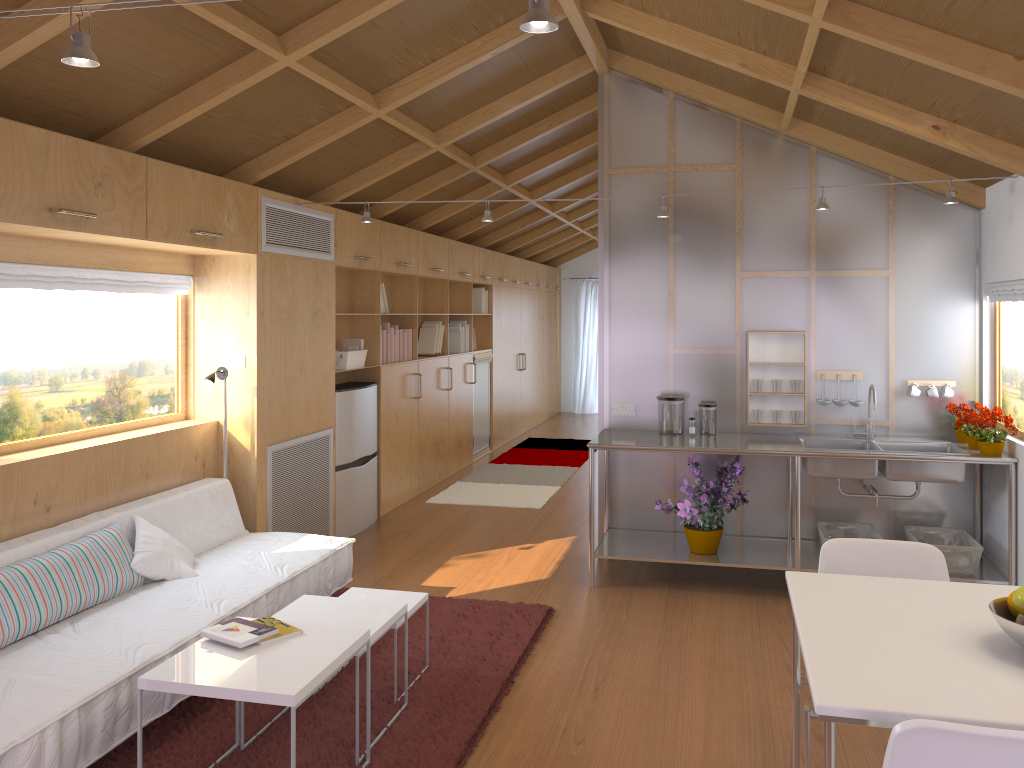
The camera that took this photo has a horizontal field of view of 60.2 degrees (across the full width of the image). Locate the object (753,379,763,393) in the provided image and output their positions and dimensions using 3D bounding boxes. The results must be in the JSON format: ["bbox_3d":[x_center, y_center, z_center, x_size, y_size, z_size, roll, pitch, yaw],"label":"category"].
[{"bbox_3d":[1.431,0.013,5.143,0.061,0.077,0.061,1,2,26],"label":"object"}]

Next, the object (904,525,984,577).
[{"bbox_3d":[2.233,0.868,4.594,0.299,0.158,0.415,1,4,14],"label":"object"}]

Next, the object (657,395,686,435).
[{"bbox_3d":[0.936,0.181,5.189,0.172,0.215,0.172,1,2,27],"label":"object"}]

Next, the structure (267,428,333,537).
[{"bbox_3d":[-1.247,0.673,5.256,0.013,0.720,0.821,0,2,14],"label":"structure"}]

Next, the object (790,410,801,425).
[{"bbox_3d":[1.632,0.194,5.094,0.061,0.077,0.061,0,2,-12],"label":"object"}]

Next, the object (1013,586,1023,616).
[{"bbox_3d":[1.114,0.467,1.895,0.070,0.069,0.077,1,3,14],"label":"object"}]

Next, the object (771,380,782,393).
[{"bbox_3d":[1.531,0.015,5.118,0.061,0.077,0.061,0,2,-12],"label":"object"}]

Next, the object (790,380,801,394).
[{"bbox_3d":[1.632,0.017,5.094,0.061,0.077,0.061,0,2,-12],"label":"object"}]

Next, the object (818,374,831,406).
[{"bbox_3d":[1.786,0.036,5.055,0.074,0.183,0.074,-1,1,-45],"label":"object"}]

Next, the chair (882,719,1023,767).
[{"bbox_3d":[0.876,0.956,1.662,0.531,0.785,0.547,0,2,14],"label":"chair"}]

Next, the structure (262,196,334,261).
[{"bbox_3d":[-1.253,-0.904,5.231,0.013,0.300,0.905,0,4,14],"label":"structure"}]

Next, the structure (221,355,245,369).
[{"bbox_3d":[-1.511,-0.120,4.784,0.142,0.071,0.011,1,0,14],"label":"structure"}]

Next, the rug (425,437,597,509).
[{"bbox_3d":[0.205,0.801,8.647,0.917,0.011,3.730,1,5,14],"label":"rug"}]

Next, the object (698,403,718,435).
[{"bbox_3d":[1.144,0.204,5.159,0.113,0.177,0.113,1,2,34],"label":"object"}]

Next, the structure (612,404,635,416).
[{"bbox_3d":[0.678,0.157,5.370,0.142,0.071,0.011,1,0,14],"label":"structure"}]

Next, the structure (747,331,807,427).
[{"bbox_3d":[1.534,-0.031,5.126,0.328,0.545,0.076,0,0,14],"label":"structure"}]

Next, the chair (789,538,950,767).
[{"bbox_3d":[1.091,0.887,2.544,0.531,0.785,0.547,0,2,14],"label":"chair"}]

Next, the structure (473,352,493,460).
[{"bbox_3d":[-0.431,0.205,9.184,0.315,1.078,0.726,0,1,14],"label":"structure"}]

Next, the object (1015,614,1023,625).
[{"bbox_3d":[1.139,0.527,1.920,0.080,0.089,0.078,-1,2,-27],"label":"object"}]

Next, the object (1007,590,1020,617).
[{"bbox_3d":[1.151,0.495,1.985,0.067,0.067,0.068,0,2,-11],"label":"object"}]

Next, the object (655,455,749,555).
[{"bbox_3d":[1.051,0.650,4.837,0.525,0.552,0.352,0,1,5],"label":"object"}]

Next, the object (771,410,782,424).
[{"bbox_3d":[1.531,0.192,5.118,0.061,0.077,0.061,0,2,-12],"label":"object"}]

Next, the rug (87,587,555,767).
[{"bbox_3d":[-1.006,1.208,3.437,1.885,0.020,2.486,1,5,14],"label":"rug"}]

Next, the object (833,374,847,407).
[{"bbox_3d":[1.870,0.037,5.034,0.074,0.183,0.074,-1,1,-45],"label":"object"}]

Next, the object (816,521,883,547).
[{"bbox_3d":[1.792,0.860,4.702,0.299,0.158,0.415,1,4,14],"label":"object"}]

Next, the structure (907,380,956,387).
[{"bbox_3d":[2.350,-0.002,4.945,0.250,0.032,0.041,1,3,14],"label":"structure"}]

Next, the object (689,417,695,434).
[{"bbox_3d":[1.036,0.239,5.086,0.037,0.092,0.037,0,1,29],"label":"object"}]

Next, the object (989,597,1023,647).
[{"bbox_3d":[1.172,0.542,1.906,0.255,0.090,0.255,-3,5,-34],"label":"object"}]

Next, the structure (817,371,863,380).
[{"bbox_3d":[1.880,-0.048,5.072,0.250,0.051,0.016,1,1,14],"label":"structure"}]

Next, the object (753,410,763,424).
[{"bbox_3d":[1.431,0.190,5.143,0.061,0.077,0.061,1,2,26],"label":"object"}]
